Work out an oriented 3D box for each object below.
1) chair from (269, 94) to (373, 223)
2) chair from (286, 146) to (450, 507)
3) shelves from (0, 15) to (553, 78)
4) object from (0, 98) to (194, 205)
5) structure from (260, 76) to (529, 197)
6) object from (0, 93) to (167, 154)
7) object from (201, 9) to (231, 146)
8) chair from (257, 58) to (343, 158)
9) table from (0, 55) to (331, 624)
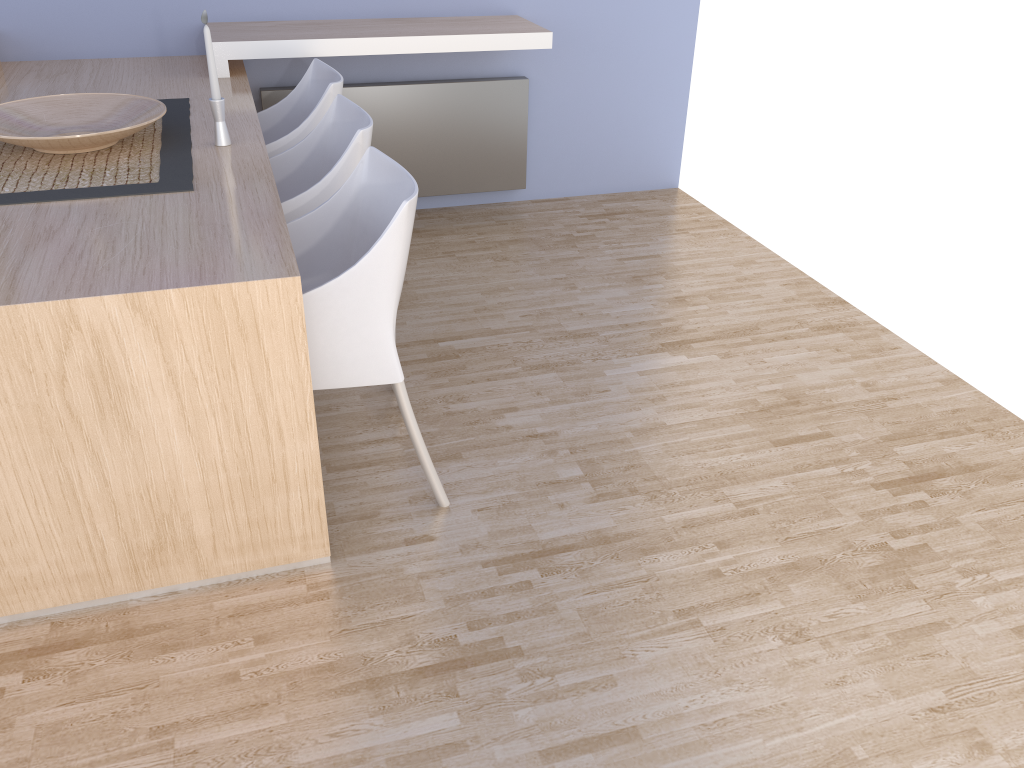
[{"bbox_3d":[-0.632,-0.414,2.678,0.486,0.793,0.510,-8,31,-15],"label":"chair"},{"bbox_3d":[-0.454,-0.124,2.189,0.486,0.793,0.510,-8,32,-16],"label":"chair"},{"bbox_3d":[-1.778,-0.873,3.368,3.901,0.840,0.463,-8,32,-16],"label":"shelves"},{"bbox_3d":[-1.191,-0.659,2.433,0.594,0.005,0.986,-8,32,-16],"label":"object"},{"bbox_3d":[-1.770,-0.896,3.577,3.843,0.503,0.064,-8,32,-16],"label":"structure"},{"bbox_3d":[-1.194,-0.696,2.412,0.493,0.081,0.493,2,30,0],"label":"object"},{"bbox_3d":[-0.799,-0.816,2.374,0.045,0.349,0.045,-8,32,-16],"label":"object"},{"bbox_3d":[-0.808,-0.700,3.160,0.486,0.793,0.510,-8,32,-15],"label":"chair"},{"bbox_3d":[-1.239,-0.398,2.700,1.002,0.718,2.340,-8,32,-16],"label":"table"}]
